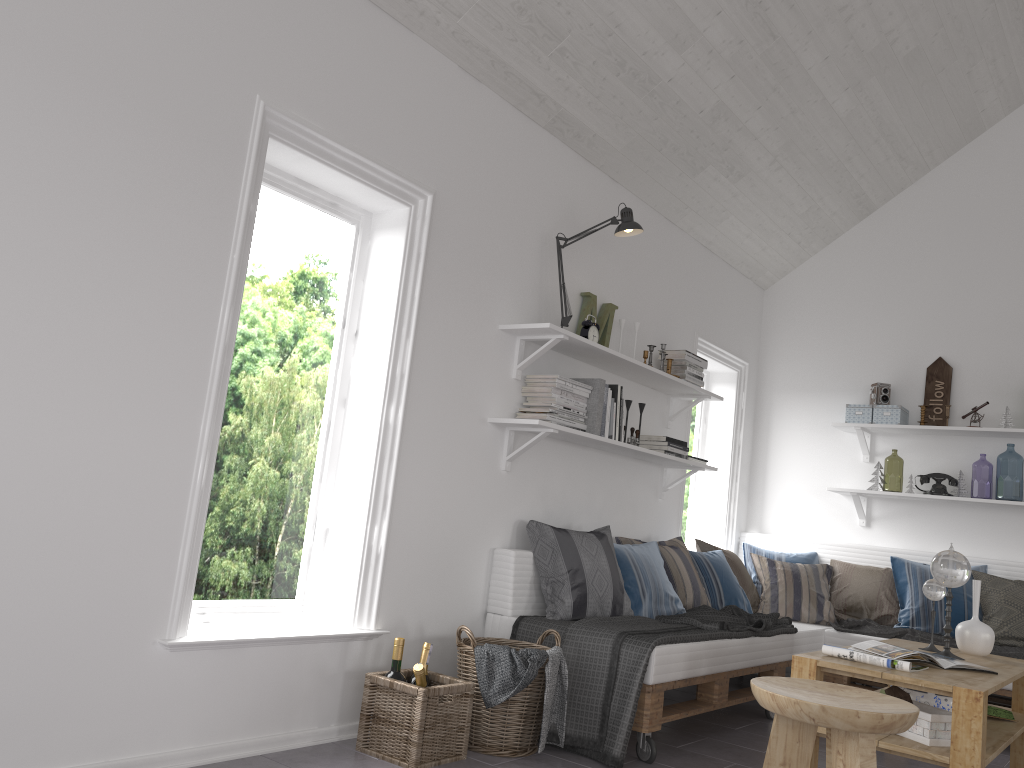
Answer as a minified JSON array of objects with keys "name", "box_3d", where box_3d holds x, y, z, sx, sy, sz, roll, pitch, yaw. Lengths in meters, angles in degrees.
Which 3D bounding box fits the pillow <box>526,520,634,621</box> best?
[{"name":"pillow","box_3d":[0.306,0.844,3.976,0.534,0.444,0.301,13,-10,-36]}]

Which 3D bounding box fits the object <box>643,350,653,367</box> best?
[{"name":"object","box_3d":[0.675,-0.126,4.487,0.088,0.085,0.088,12,-10,-30]}]

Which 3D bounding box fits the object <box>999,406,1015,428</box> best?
[{"name":"object","box_3d":[2.871,0.199,5.148,0.075,0.147,0.075,6,-8,4]}]

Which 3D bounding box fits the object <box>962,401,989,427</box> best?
[{"name":"object","box_3d":[2.761,0.195,5.294,0.092,0.172,0.177,6,-8,5]}]

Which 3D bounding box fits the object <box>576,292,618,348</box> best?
[{"name":"object","box_3d":[0.414,-0.277,4.442,0.052,0.311,0.330,0,-10,37]}]

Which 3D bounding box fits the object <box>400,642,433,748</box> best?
[{"name":"object","box_3d":[-0.349,1.110,3.168,0.094,0.361,0.127,1,-10,37]}]

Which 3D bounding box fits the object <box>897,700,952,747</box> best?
[{"name":"object","box_3d":[1.393,1.161,3.061,0.155,0.102,0.281,10,-9,-20]}]

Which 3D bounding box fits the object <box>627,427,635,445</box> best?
[{"name":"object","box_3d":[0.614,0.280,4.548,0.058,0.117,0.032,14,-11,-41]}]

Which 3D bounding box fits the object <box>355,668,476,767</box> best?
[{"name":"object","box_3d":[-0.333,1.159,3.079,0.276,0.270,0.276,0,-10,37]}]

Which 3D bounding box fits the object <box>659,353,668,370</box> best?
[{"name":"object","box_3d":[0.816,-0.097,4.811,0.055,0.153,0.055,6,-8,5]}]

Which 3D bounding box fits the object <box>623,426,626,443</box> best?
[{"name":"object","box_3d":[0.560,0.267,4.505,0.032,0.117,0.058,5,-8,11]}]

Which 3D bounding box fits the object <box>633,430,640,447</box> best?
[{"name":"object","box_3d":[0.633,0.282,4.494,0.032,0.102,0.058,2,-10,32]}]

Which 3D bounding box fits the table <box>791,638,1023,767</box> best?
[{"name":"table","box_3d":[1.626,1.325,3.466,0.607,0.485,1.457,0,-10,37]}]

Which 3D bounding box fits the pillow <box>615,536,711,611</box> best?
[{"name":"pillow","box_3d":[0.806,1.008,4.619,0.546,0.438,0.316,14,-11,-40]}]

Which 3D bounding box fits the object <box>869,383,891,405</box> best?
[{"name":"object","box_3d":[2.359,0.075,5.658,0.121,0.157,0.117,7,-8,-3]}]

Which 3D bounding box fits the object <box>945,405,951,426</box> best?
[{"name":"object","box_3d":[2.638,0.203,5.373,0.052,0.148,0.052,7,-8,-1]}]

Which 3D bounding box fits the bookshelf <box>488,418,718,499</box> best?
[{"name":"bookshelf","box_3d":[0.527,0.418,4.439,0.269,0.212,1.820,0,-10,37]}]

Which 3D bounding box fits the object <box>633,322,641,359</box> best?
[{"name":"object","box_3d":[0.644,-0.194,4.644,0.084,0.256,0.084,6,-8,6]}]

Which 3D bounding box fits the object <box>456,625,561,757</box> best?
[{"name":"object","box_3d":[-0.032,1.138,3.337,0.393,0.432,0.393,3,-9,24]}]

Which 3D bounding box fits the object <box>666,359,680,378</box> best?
[{"name":"object","box_3d":[0.835,-0.082,4.713,0.124,0.100,0.124,12,-10,-30]}]

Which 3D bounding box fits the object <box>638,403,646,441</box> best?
[{"name":"object","box_3d":[0.672,0.231,4.662,0.085,0.259,0.085,6,-8,6]}]

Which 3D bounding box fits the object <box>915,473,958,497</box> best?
[{"name":"object","box_3d":[2.551,0.607,5.334,0.171,0.146,0.203,11,-9,-29]}]

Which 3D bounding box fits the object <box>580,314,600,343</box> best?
[{"name":"object","box_3d":[0.369,-0.245,4.194,0.050,0.165,0.120,1,-10,37]}]

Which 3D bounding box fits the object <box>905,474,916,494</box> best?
[{"name":"object","box_3d":[2.410,0.603,5.355,0.072,0.124,0.068,3,-9,22]}]

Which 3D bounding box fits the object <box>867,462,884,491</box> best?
[{"name":"object","box_3d":[2.284,0.577,5.528,0.113,0.195,0.107,-1,-11,43]}]

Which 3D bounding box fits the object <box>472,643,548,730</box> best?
[{"name":"object","box_3d":[-0.022,1.124,3.267,0.303,0.332,0.367,8,-8,-7]}]

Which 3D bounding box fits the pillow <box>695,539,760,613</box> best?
[{"name":"pillow","box_3d":[1.301,1.168,5.296,0.334,0.438,0.545,-1,-11,42]}]

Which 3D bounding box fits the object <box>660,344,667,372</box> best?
[{"name":"object","box_3d":[0.785,-0.129,4.637,0.066,0.160,0.066,3,-9,24]}]

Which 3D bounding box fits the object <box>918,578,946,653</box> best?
[{"name":"object","box_3d":[1.842,0.997,3.876,0.109,0.329,0.109,6,-8,6]}]

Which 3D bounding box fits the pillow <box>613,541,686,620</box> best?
[{"name":"pillow","box_3d":[0.603,0.958,4.298,0.525,0.401,0.331,12,-10,-33]}]

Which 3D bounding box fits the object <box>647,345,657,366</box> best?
[{"name":"object","box_3d":[0.724,-0.133,4.635,0.055,0.153,0.055,5,-9,15]}]

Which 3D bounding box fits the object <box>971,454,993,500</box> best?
[{"name":"object","box_3d":[2.747,0.543,5.180,0.111,0.270,0.111,12,-10,-34]}]

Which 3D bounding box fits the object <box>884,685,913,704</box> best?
[{"name":"object","box_3d":[1.381,1.148,3.128,0.090,0.139,0.182,6,-8,2]}]

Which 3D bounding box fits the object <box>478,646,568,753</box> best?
[{"name":"object","box_3d":[0.006,1.151,3.314,0.349,0.356,0.290,2,-10,31]}]

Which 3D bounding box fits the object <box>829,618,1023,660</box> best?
[{"name":"object","box_3d":[2.382,1.586,4.748,1.449,0.508,0.716,3,-9,27]}]

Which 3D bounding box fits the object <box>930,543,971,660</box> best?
[{"name":"object","box_3d":[1.820,0.897,3.692,0.155,0.468,0.155,4,-9,16]}]

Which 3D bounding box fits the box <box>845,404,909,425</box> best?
[{"name":"box","box_3d":[2.326,0.215,5.644,0.332,0.131,0.242,0,-10,37]}]

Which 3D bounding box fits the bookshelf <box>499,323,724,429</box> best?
[{"name":"bookshelf","box_3d":[0.574,0.014,4.498,0.269,0.212,1.820,0,-10,37]}]

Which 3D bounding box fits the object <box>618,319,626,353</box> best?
[{"name":"object","box_3d":[0.563,-0.208,4.614,0.084,0.256,0.084,6,-8,6]}]

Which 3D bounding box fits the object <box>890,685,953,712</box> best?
[{"name":"object","box_3d":[1.575,1.195,3.323,0.302,0.161,0.302,1,-10,33]}]

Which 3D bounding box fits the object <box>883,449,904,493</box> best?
[{"name":"object","box_3d":[2.352,0.538,5.464,0.111,0.270,0.111,12,-10,-34]}]

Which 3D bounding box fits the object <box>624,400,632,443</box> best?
[{"name":"object","box_3d":[0.594,0.213,4.605,0.085,0.259,0.085,6,-8,6]}]

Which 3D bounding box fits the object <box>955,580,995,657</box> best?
[{"name":"object","box_3d":[2.031,1.024,3.886,0.155,0.325,0.155,6,-8,8]}]

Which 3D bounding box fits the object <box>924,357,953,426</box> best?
[{"name":"object","box_3d":[2.651,0.060,5.526,0.154,0.480,0.053,-1,-11,42]}]

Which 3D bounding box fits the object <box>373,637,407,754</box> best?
[{"name":"object","box_3d":[-0.415,1.075,3.078,0.095,0.377,0.095,9,-9,-17]}]

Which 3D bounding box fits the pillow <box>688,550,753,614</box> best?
[{"name":"pillow","box_3d":[1.110,1.122,4.926,0.523,0.408,0.341,13,-10,-36]}]

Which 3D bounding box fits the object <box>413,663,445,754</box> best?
[{"name":"object","box_3d":[-0.293,1.111,3.036,0.095,0.332,0.284,4,-9,16]}]

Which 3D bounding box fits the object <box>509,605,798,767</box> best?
[{"name":"object","box_3d":[0.726,1.283,4.080,0.685,0.533,1.892,1,-10,36]}]

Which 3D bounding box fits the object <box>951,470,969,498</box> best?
[{"name":"object","box_3d":[2.677,0.600,5.297,0.127,0.176,0.007,-1,-11,42]}]

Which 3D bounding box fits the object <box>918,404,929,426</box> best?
[{"name":"object","box_3d":[2.520,0.197,5.440,0.085,0.152,0.085,11,-9,-29]}]

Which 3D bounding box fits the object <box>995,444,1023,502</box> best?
[{"name":"object","box_3d":[2.860,0.511,5.094,0.137,0.335,0.137,3,-9,26]}]
